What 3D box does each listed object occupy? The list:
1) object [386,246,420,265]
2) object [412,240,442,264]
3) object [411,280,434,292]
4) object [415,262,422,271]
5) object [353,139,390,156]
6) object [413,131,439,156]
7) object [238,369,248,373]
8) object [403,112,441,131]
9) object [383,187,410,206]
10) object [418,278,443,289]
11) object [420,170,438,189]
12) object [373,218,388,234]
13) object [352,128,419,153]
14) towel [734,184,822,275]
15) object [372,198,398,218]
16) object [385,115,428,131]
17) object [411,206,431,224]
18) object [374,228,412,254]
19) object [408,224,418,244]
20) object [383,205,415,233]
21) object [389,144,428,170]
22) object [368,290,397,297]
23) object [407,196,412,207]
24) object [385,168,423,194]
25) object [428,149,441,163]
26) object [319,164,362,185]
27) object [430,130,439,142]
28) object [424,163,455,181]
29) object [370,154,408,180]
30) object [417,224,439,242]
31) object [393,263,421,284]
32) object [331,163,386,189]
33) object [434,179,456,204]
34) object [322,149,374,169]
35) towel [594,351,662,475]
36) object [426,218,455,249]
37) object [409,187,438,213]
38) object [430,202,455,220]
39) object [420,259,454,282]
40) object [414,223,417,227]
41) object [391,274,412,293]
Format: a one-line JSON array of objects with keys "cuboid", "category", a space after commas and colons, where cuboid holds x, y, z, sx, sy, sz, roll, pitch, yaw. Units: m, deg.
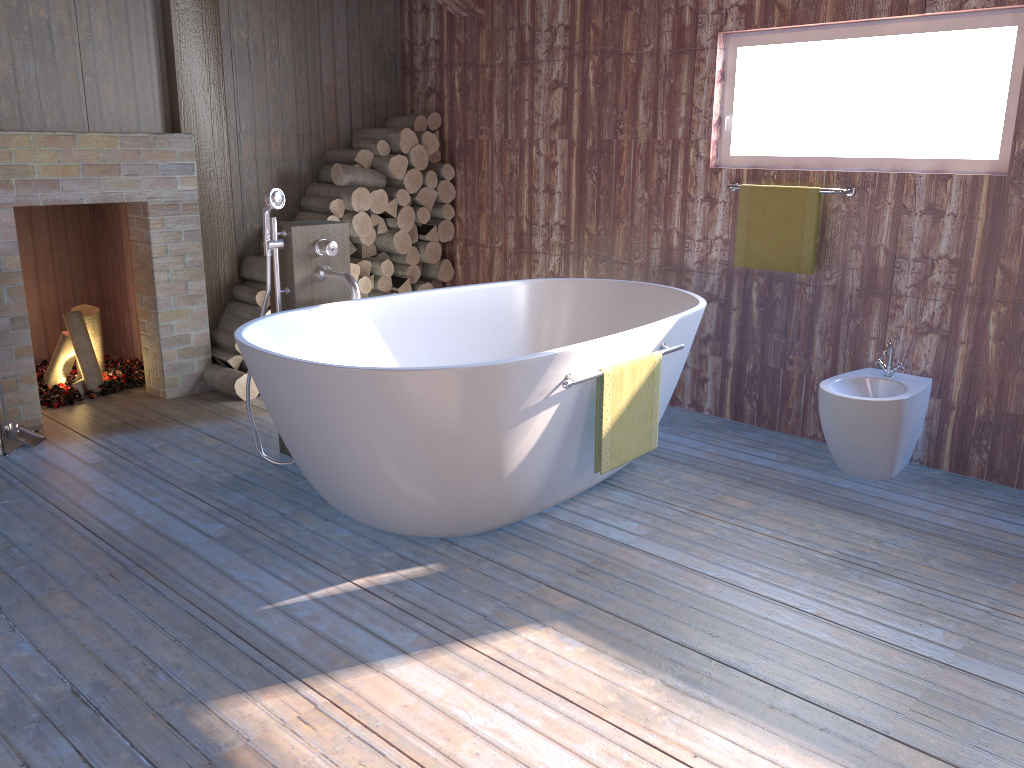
[{"cuboid": [-0.691, -0.777, 5.286, 0.301, 0.113, 0.114, 13, 20, 39], "category": "object"}, {"cuboid": [-0.628, -0.816, 5.393, 0.437, 0.133, 0.137, 13, 20, 40], "category": "object"}, {"cuboid": [-0.671, -0.579, 5.410, 0.440, 0.147, 0.138, 14, 20, 42], "category": "object"}, {"cuboid": [-0.703, -0.718, 5.477, 0.319, 0.106, 0.118, 13, 20, 39], "category": "object"}, {"cuboid": [-0.798, -1.342, 5.034, 0.227, 0.097, 0.094, 15, 21, 42], "category": "object"}, {"cuboid": [-0.629, -1.423, 5.244, 0.456, 0.142, 0.133, 15, 21, 43], "category": "object"}, {"cuboid": [-1.415, -0.022, 4.716, 0.437, 0.100, 0.098, 13, 20, 40], "category": "object"}, {"cuboid": [-0.553, -1.566, 5.311, 0.271, 0.113, 0.112, 14, 20, 42], "category": "object"}, {"cuboid": [-0.769, -1.096, 5.144, 0.438, 0.109, 0.102, 14, 20, 42], "category": "object"}, {"cuboid": [-0.581, -0.632, 5.566, 0.301, 0.113, 0.114, 13, 20, 39], "category": "object"}, {"cuboid": [-0.620, -1.224, 5.275, 0.437, 0.106, 0.089, 15, 21, 43], "category": "object"}, {"cuboid": [-0.833, -0.926, 5.131, 0.280, 0.096, 0.085, 15, 21, 42], "category": "object"}, {"cuboid": [-0.737, -1.408, 5.126, 0.456, 0.139, 0.135, 15, 21, 43], "category": "object"}, {"cuboid": [1.137, -0.668, 3.814, 0.370, 0.361, 0.032, 14, 20, 42], "category": "towel"}, {"cuboid": [-0.831, -1.011, 5.099, 0.424, 0.124, 0.109, 14, 20, 41], "category": "object"}, {"cuboid": [-0.626, -1.524, 5.241, 0.270, 0.121, 0.104, 15, 21, 42], "category": "object"}, {"cuboid": [-0.667, -1.021, 5.279, 0.438, 0.109, 0.102, 14, 20, 42], "category": "object"}, {"cuboid": [-0.787, -0.849, 5.197, 0.437, 0.143, 0.141, 13, 20, 40], "category": "object"}, {"cuboid": [-0.698, -0.903, 5.260, 0.302, 0.118, 0.111, 14, 20, 41], "category": "object"}, {"cuboid": [-0.757, -0.977, 5.195, 0.439, 0.157, 0.136, 15, 21, 42], "category": "object"}, {"cuboid": [-0.689, -1.326, 5.175, 0.437, 0.143, 0.141, 13, 20, 40], "category": "object"}, {"cuboid": [-0.842, -0.506, 5.259, 0.458, 0.148, 0.139, 14, 20, 42], "category": "object"}, {"cuboid": [-0.705, -1.060, 5.197, 0.278, 0.090, 0.095, 15, 21, 43], "category": "object"}, {"cuboid": [-0.717, -1.187, 5.182, 0.440, 0.151, 0.143, 14, 20, 42], "category": "object"}, {"cuboid": [-0.557, -1.390, 5.355, 0.269, 0.115, 0.107, 15, 21, 43], "category": "object"}, {"cuboid": [-0.971, -1.185, 5.046, 0.291, 0.130, 0.113, 15, 21, 42], "category": "object"}, {"cuboid": [-0.562, -1.487, 5.346, 0.281, 0.100, 0.081, 14, 20, 41], "category": "object"}, {"cuboid": [-0.530, -1.291, 5.358, 0.438, 0.109, 0.102, 14, 20, 42], "category": "object"}, {"cuboid": [-0.797, -1.258, 5.101, 0.458, 0.148, 0.139, 14, 20, 42], "category": "object"}, {"cuboid": [-0.621, -0.928, 5.358, 0.423, 0.112, 0.115, 14, 20, 42], "category": "object"}, {"cuboid": [-0.687, -0.673, 5.312, 0.289, 0.117, 0.116, 13, 20, 39], "category": "object"}, {"cuboid": [-0.846, -1.140, 4.898, 0.121, 0.157, 0.302, 15, 21, 42], "category": "object"}, {"cuboid": [-0.542, -1.180, 5.380, 0.439, 0.152, 0.147, 14, 20, 42], "category": "object"}, {"cuboid": [-0.935, -1.277, 5.062, 0.319, 0.121, 0.140, 15, 21, 43], "category": "object"}, {"cuboid": [0.402, 0.093, 3.041, 0.032, 0.361, 0.370, 13, 19, 38], "category": "towel"}, {"cuboid": [-0.550, -0.906, 5.457, 0.439, 0.256, 0.137, 14, 20, 42], "category": "object"}, {"cuboid": [-0.665, -1.111, 5.303, 0.482, 0.151, 0.172, 15, 21, 43], "category": "object"}, {"cuboid": [-0.534, -1.067, 5.415, 0.438, 0.109, 0.102, 14, 20, 42], "category": "object"}, {"cuboid": [-0.567, -0.726, 5.505, 0.455, 0.137, 0.139, 13, 20, 40], "category": "object"}, {"cuboid": [-0.651, -0.941, 5.302, 0.177, 0.069, 0.065, 14, 20, 41], "category": "object"}, {"cuboid": [-0.770, -0.608, 5.280, 0.423, 0.112, 0.115, 14, 20, 42], "category": "object"}]
